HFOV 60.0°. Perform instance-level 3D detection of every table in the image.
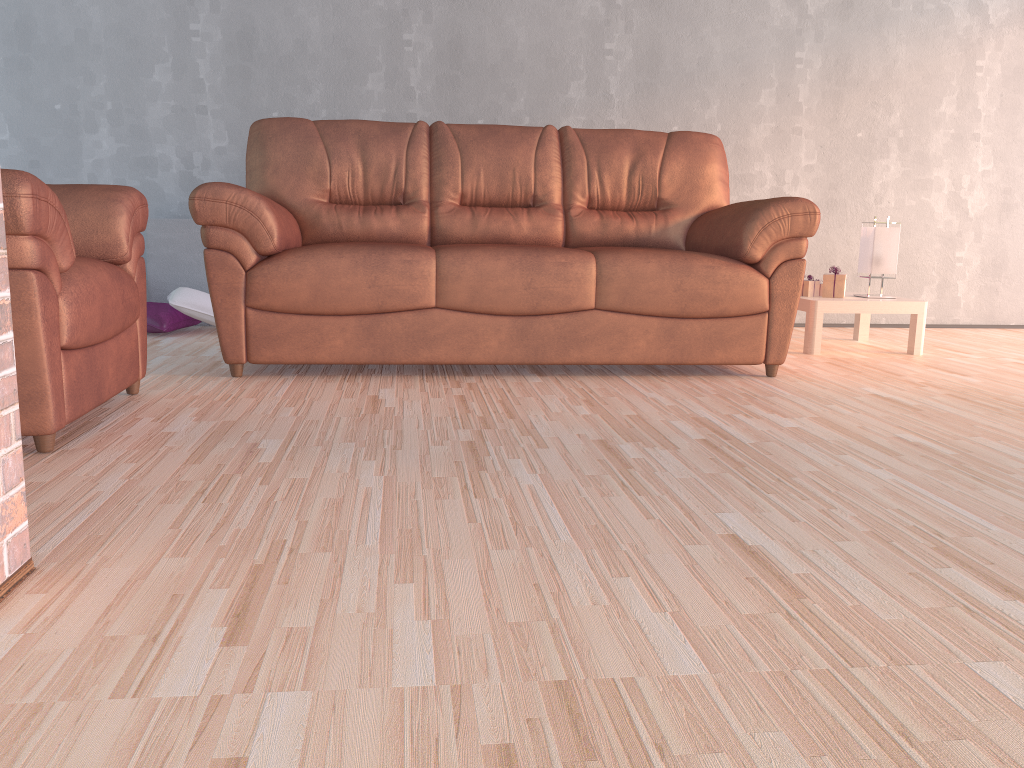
[{"bbox_3d":[1.546,-0.293,4.183,0.548,0.241,0.548,0,10,-7],"label":"table"}]

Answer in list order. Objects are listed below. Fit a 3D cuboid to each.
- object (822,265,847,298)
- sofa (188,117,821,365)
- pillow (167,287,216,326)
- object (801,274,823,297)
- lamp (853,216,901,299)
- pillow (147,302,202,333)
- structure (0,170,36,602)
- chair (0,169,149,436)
[{"bbox_3d":[1.480,-0.471,4.070,0.099,0.147,0.102,5,11,21],"label":"object"},{"bbox_3d":[-0.035,-0.598,3.500,2.202,0.923,0.981,0,10,-7],"label":"sofa"},{"bbox_3d":[-1.478,-0.367,4.290,0.357,0.205,0.388,-3,11,-20],"label":"pillow"},{"bbox_3d":[1.403,-0.460,4.136,0.152,0.105,0.080,-7,13,-38],"label":"object"},{"bbox_3d":[1.696,-0.586,4.109,0.140,0.376,0.140,0,10,-7],"label":"lamp"},{"bbox_3d":[-1.728,-0.323,4.241,0.392,0.130,0.365,4,10,13],"label":"pillow"},{"bbox_3d":[-1.406,-0.220,1.068,1.422,1.057,0.211,0,10,-7],"label":"structure"},{"bbox_3d":[-1.502,-0.380,2.224,0.936,0.879,0.970,0,10,-8],"label":"chair"}]
